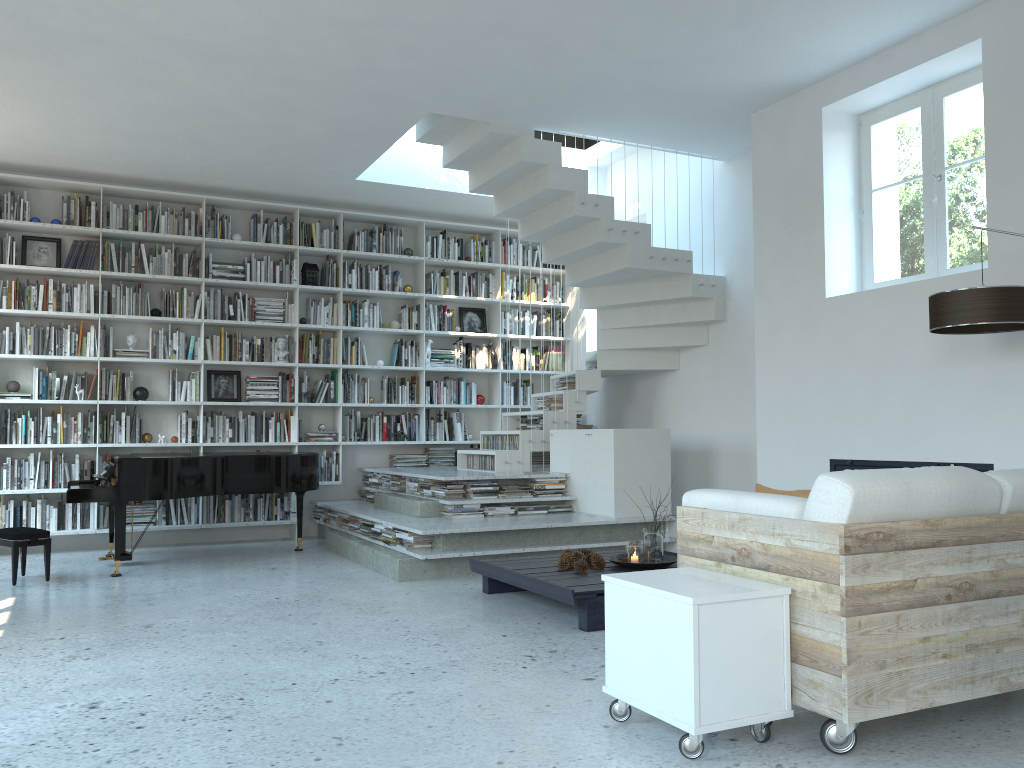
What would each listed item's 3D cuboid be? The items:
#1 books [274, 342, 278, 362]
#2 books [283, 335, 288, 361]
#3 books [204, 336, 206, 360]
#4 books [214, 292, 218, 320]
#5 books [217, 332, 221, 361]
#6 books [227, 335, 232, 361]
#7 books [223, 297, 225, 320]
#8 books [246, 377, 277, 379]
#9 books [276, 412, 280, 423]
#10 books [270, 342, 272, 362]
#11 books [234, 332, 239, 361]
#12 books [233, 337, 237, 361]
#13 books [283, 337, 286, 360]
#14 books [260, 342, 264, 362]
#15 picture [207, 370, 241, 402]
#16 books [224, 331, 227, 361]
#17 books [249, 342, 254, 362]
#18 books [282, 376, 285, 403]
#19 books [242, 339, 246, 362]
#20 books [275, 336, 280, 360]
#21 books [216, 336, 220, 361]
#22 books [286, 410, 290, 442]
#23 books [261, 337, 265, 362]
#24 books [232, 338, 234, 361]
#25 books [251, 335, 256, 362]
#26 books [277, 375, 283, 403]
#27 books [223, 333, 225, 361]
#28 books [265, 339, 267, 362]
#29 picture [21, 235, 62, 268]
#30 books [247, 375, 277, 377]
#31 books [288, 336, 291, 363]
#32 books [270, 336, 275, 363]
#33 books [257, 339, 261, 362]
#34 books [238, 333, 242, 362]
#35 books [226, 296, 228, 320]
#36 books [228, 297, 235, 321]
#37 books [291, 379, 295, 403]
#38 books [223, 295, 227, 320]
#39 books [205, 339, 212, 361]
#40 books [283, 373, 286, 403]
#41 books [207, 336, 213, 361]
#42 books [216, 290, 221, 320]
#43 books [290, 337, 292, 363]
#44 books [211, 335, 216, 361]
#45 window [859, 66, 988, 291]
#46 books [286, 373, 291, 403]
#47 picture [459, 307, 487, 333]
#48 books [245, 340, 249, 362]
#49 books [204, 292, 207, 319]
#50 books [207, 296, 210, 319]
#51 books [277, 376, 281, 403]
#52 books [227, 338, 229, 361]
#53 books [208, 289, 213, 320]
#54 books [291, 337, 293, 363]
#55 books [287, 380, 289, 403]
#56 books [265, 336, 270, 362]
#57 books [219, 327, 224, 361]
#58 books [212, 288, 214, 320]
[{"bbox_3d":[-2.238,-0.285,8.374,0.035,0.201,0.149,1,-3,-26],"label":"books"},{"bbox_3d":[-2.152,-0.321,8.429,0.025,0.279,0.108,1,-3,-26],"label":"books"},{"bbox_3d":[-2.816,-0.314,8.105,0.011,0.235,0.142,1,-3,-26],"label":"books"},{"bbox_3d":[-2.725,-0.697,8.136,0.025,0.266,0.185,1,-3,-26],"label":"books"},{"bbox_3d":[-2.698,-0.336,8.166,0.010,0.284,0.136,1,-3,-26],"label":"books"},{"bbox_3d":[-2.616,-0.322,8.206,0.028,0.259,0.134,1,-3,-26],"label":"books"},{"bbox_3d":[-2.668,-0.679,8.178,0.014,0.233,0.147,1,-3,-26],"label":"books"},{"bbox_3d":[-2.346,-0.055,8.309,0.254,0.012,0.161,2,-4,-29],"label":"books"},{"bbox_3d":[-2.209,0.408,8.371,0.010,0.284,0.132,1,-3,-26],"label":"books"},{"bbox_3d":[-2.289,-0.288,8.359,0.022,0.206,0.114,1,-3,-26],"label":"books"},{"bbox_3d":[-2.555,-0.334,8.214,0.013,0.283,0.177,1,-3,-26],"label":"books"},{"bbox_3d":[-2.575,-0.310,8.211,0.025,0.236,0.137,1,-3,-26],"label":"books"},{"bbox_3d":[-2.169,-0.312,8.408,0.025,0.259,0.130,1,-3,-26],"label":"books"},{"bbox_3d":[-2.356,-0.288,8.299,0.029,0.200,0.178,1,-3,-26],"label":"books"},{"bbox_3d":[-2.664,0.023,8.207,0.300,0.299,0.077,1,-3,-26],"label":"picture"},{"bbox_3d":[-2.641,-0.335,8.161,0.010,0.280,0.170,1,-3,-26],"label":"books"},{"bbox_3d":[-2.449,-0.288,8.279,0.050,0.199,0.145,1,-3,-26],"label":"books"},{"bbox_3d":[-2.176,0.056,8.393,0.013,0.256,0.163,1,-3,-26],"label":"books"},{"bbox_3d":[-2.503,-0.299,8.238,0.024,0.216,0.175,1,-3,-26],"label":"books"},{"bbox_3d":[-2.221,-0.315,8.394,0.014,0.263,0.135,1,-3,-26],"label":"books"},{"bbox_3d":[-2.711,-0.315,8.145,0.029,0.240,0.155,1,-3,-26],"label":"books"},{"bbox_3d":[-2.124,0.401,8.404,0.011,0.300,0.149,1,-3,-26],"label":"books"},{"bbox_3d":[-2.333,-0.310,8.300,0.012,0.245,0.186,1,-3,-26],"label":"books"},{"bbox_3d":[-2.589,-0.307,8.196,0.012,0.227,0.169,1,-3,-26],"label":"books"},{"bbox_3d":[-2.416,-0.318,8.286,0.014,0.258,0.161,1,-3,-26],"label":"books"},{"bbox_3d":[-2.192,0.053,8.373,0.011,0.260,0.184,1,-3,-26],"label":"books"},{"bbox_3d":[-2.655,-0.329,8.138,0.015,0.266,0.189,1,-3,-26],"label":"books"},{"bbox_3d":[-2.333,-0.301,8.341,0.025,0.230,0.143,1,-3,-26],"label":"books"},{"bbox_3d":[-4.026,-1.114,7.587,0.300,0.299,0.077,1,-3,-26],"label":"picture"},{"bbox_3d":[-2.345,-0.067,8.307,0.254,0.012,0.161,1,-4,-22],"label":"books"},{"bbox_3d":[-2.127,-0.315,8.423,0.014,0.266,0.154,1,-3,-26],"label":"books"},{"bbox_3d":[-2.266,-0.314,8.364,0.024,0.259,0.126,1,-3,-26],"label":"books"},{"bbox_3d":[-2.381,-0.301,8.285,0.029,0.224,0.185,1,-3,-26],"label":"books"},{"bbox_3d":[-2.530,-0.326,8.210,0.028,0.267,0.190,1,-3,-26],"label":"books"},{"bbox_3d":[-2.643,-0.681,8.187,0.011,0.239,0.147,1,-3,-26],"label":"books"},{"bbox_3d":[-2.605,-0.679,8.199,0.066,0.236,0.154,1,-3,-26],"label":"books"},{"bbox_3d":[-2.096,0.070,8.406,0.034,0.229,0.199,1,-3,-26],"label":"books"},{"bbox_3d":[-2.654,-0.687,8.181,0.014,0.250,0.172,1,-3,-26],"label":"books"},{"bbox_3d":[-2.776,-0.302,8.096,0.053,0.208,0.156,1,-3,-26],"label":"books"},{"bbox_3d":[-2.166,0.041,8.398,0.011,0.288,0.152,1,-3,-26],"label":"books"},{"bbox_3d":[-2.765,-0.317,8.115,0.042,0.242,0.162,1,-3,-26],"label":"books"},{"bbox_3d":[-2.709,-0.710,8.165,0.029,0.295,0.151,1,-3,-26],"label":"books"},{"bbox_3d":[-2.120,-0.311,8.440,0.014,0.260,0.137,1,-3,-26],"label":"books"},{"bbox_3d":[-2.738,-0.319,8.139,0.026,0.248,0.139,1,-3,-26],"label":"books"},{"bbox_3d":[2.515,-1.183,5.300,0.072,1.225,1.118,1,-3,-26],"label":"window"},{"bbox_3d":[-2.121,0.045,8.406,0.011,0.279,0.186,1,-3,-26],"label":"books"},{"bbox_3d":[-0.411,-0.656,9.351,0.300,0.299,0.077,1,-3,-26],"label":"picture"},{"bbox_3d":[-2.479,-0.297,8.251,0.030,0.214,0.168,1,-3,-26],"label":"books"},{"bbox_3d":[-2.812,-0.699,8.104,0.026,0.267,0.170,1,-3,-26],"label":"books"},{"bbox_3d":[-2.795,-0.678,8.129,0.027,0.228,0.147,1,-3,-26],"label":"books"},{"bbox_3d":[-2.204,0.056,8.370,0.012,0.254,0.161,1,-3,-26],"label":"books"},{"bbox_3d":[-2.636,-0.307,8.188,0.024,0.228,0.147,1,-3,-26],"label":"books"},{"bbox_3d":[-2.764,-0.713,8.126,0.026,0.297,0.179,1,-3,-26],"label":"books"},{"bbox_3d":[-2.107,-0.313,8.454,0.023,0.264,0.107,1,-3,-26],"label":"books"},{"bbox_3d":[-2.142,0.077,8.413,0.021,0.217,0.132,1,-3,-26],"label":"books"},{"bbox_3d":[-2.302,-0.315,8.335,0.025,0.258,0.150,1,-3,-26],"label":"books"},{"bbox_3d":[-2.668,-0.355,8.133,0.014,0.317,0.188,1,-3,-26],"label":"books"},{"bbox_3d":[-2.754,-0.720,8.152,0.014,0.313,0.133,1,-3,-26],"label":"books"}]
